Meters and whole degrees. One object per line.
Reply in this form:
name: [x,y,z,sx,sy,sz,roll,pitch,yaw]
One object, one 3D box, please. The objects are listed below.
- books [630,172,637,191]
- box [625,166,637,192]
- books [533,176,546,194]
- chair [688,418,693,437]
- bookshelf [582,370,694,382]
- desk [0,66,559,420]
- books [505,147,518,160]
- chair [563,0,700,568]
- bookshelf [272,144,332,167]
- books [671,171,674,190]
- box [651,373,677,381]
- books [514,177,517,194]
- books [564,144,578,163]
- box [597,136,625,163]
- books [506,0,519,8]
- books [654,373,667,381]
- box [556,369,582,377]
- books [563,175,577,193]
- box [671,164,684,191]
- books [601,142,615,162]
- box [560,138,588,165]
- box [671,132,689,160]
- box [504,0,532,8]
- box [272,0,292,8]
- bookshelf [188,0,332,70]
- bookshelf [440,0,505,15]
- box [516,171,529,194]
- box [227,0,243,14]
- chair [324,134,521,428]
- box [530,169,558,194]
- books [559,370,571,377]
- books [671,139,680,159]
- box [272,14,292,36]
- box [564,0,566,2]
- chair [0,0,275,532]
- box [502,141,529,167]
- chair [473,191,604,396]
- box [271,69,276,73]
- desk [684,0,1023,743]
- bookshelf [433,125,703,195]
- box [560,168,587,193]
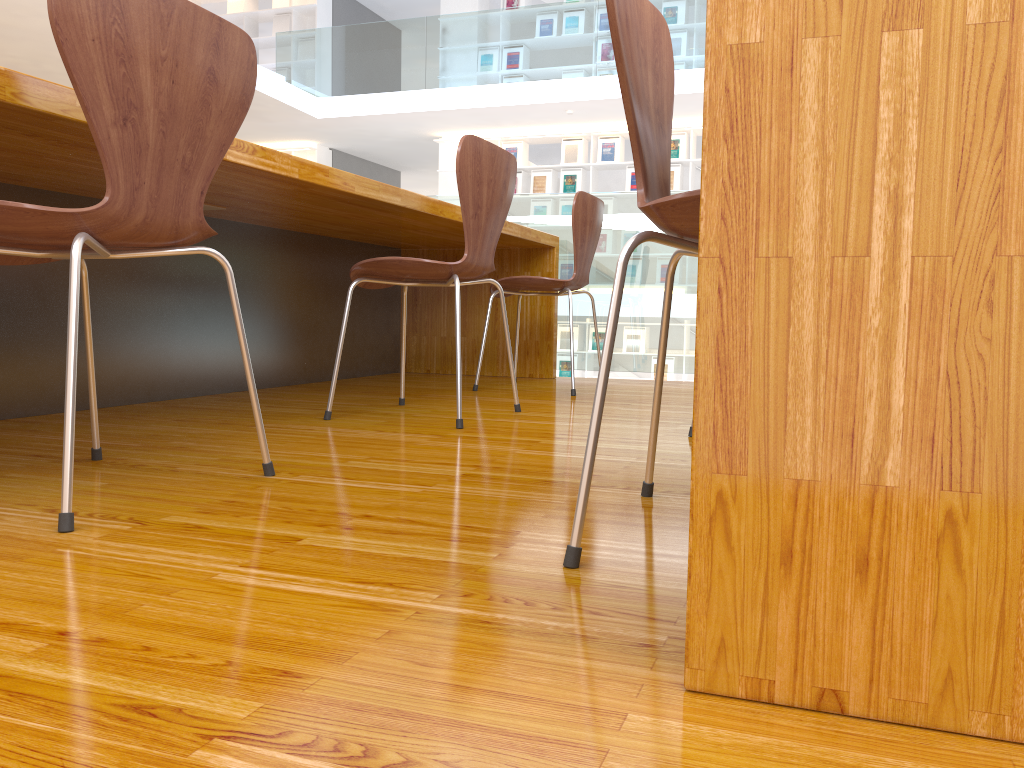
books: [1.359,-2.187,9.593,0.145,0.210,0.037,3,5,20]
box: [1.386,-2.227,9.691,0.245,0.296,0.274,3,5,20]
books: [0.310,-2.232,9.972,0.145,0.210,0.037,3,5,20]
chair: [0.655,-0.231,2.122,0.381,0.693,0.428,3,5,20]
bookshelf: [0.869,0.147,10.100,3.666,1.836,0.397,3,5,20]
desk: [-0.942,-0.039,2.524,1.248,1.022,3.216,3,5,20]
books: [-0.010,-2.578,10.060,0.145,0.210,0.037,3,5,20]
chair: [0.309,-0.154,1.060,0.381,0.693,0.428,3,5,20]
bookshelf: [-3.782,-2.117,11.574,2.984,1.836,0.498,3,5,20]
books: [1.656,-2.171,9.486,0.145,0.210,0.037,3,5,20]
box: [1.670,-0.155,9.736,0.245,0.296,0.274,3,5,20]
books: [-0.016,-2.249,10.089,0.145,0.210,0.037,3,5,20]
books: [0.655,-2.546,9.820,0.145,0.210,0.037,3,5,20]
box: [1.089,-2.566,9.775,0.245,0.296,0.274,3,5,20]
books: [0.007,-4.278,9.936,0.145,0.210,0.037,3,5,20]
books: [1.617,-0.111,9.647,0.145,0.210,0.037,3,5,20]
box: [0.648,-0.201,10.104,0.245,0.296,0.274,3,5,20]
books: [0.643,-2.217,9.848,0.145,0.210,0.037,3,5,20]
box: [1.706,-2.209,9.576,0.245,0.296,0.274,3,5,20]
books: [1.050,-2.529,9.678,0.145,0.210,0.037,3,5,20]
box: [0.696,-2.583,9.916,0.245,0.296,0.274,3,5,20]
box: [1.757,-2.535,9.534,0.245,0.296,0.274,3,5,20]
box: [0.063,-4.327,10.036,0.245,0.296,0.274,3,5,20]
box: [-2.841,-4.791,11.113,0.245,0.296,0.274,3,5,20]
bookshelf: [-3.746,-4.157,11.415,2.984,1.836,0.498,3,5,20]
bookshelf: [0.923,-3.944,9.734,3.666,1.836,0.498,3,5,20]
box: [0.027,-2.287,10.195,0.245,0.296,0.274,3,5,20]
box: [-3.479,-4.822,11.341,0.245,0.296,0.274,3,5,20]
chair: [-0.216,-0.261,2.318,0.381,0.693,0.428,3,5,20]
box: [0.360,-2.270,10.061,0.245,0.296,0.274,3,5,20]
books: [0.604,-0.157,10.010,0.145,0.210,0.037,3,5,20]
books: [1.708,-2.498,9.440,0.145,0.210,0.037,3,5,20]
box: [-2.848,-4.465,11.139,0.245,0.296,0.274,3,5,20]
box: [0.720,-4.296,9.786,0.245,0.296,0.274,3,5,20]
chair: [-0.630,-0.189,1.294,0.381,0.693,0.428,3,5,20]
box: [0.029,-2.614,10.157,0.245,0.296,0.274,3,5,20]
chair: [0.116,-0.326,3.229,0.381,0.693,0.428,3,5,20]
box: [-2.896,-3.811,11.204,0.245,0.296,0.274,3,5,20]
desk: [1.000,-0.165,1.901,0.760,0.606,3.356,3,5,20]
bookshelf: [0.887,-1.904,9.893,3.666,1.836,0.498,3,5,20]
box: [0.684,-2.256,9.944,0.245,0.296,0.274,3,5,20]
